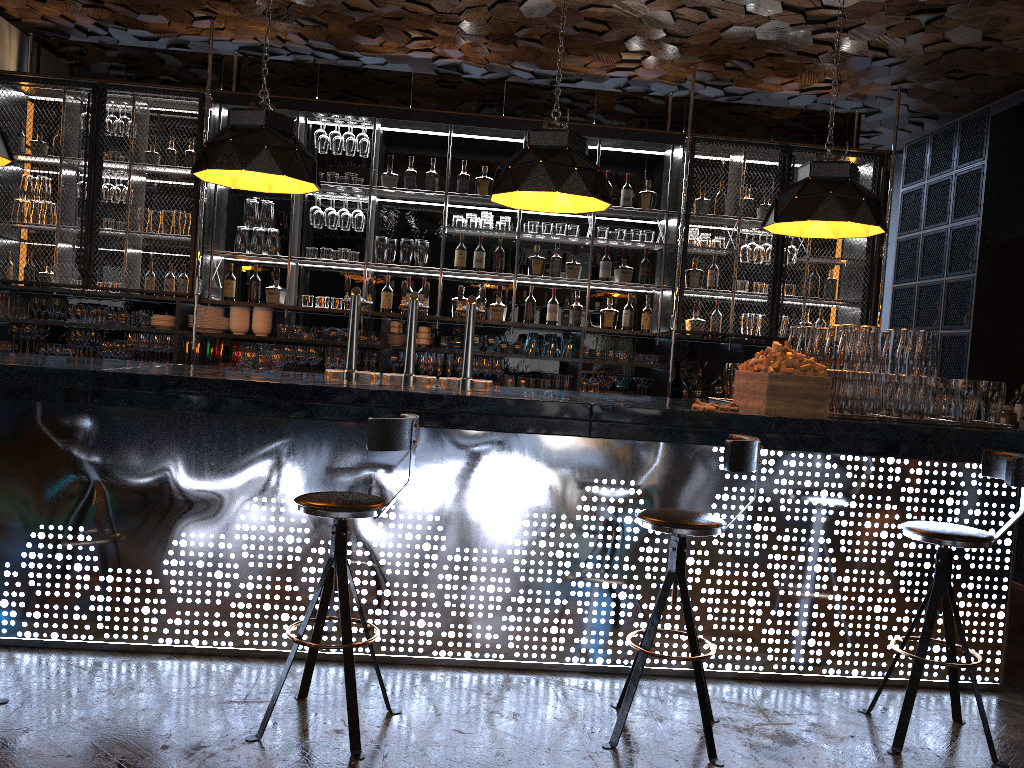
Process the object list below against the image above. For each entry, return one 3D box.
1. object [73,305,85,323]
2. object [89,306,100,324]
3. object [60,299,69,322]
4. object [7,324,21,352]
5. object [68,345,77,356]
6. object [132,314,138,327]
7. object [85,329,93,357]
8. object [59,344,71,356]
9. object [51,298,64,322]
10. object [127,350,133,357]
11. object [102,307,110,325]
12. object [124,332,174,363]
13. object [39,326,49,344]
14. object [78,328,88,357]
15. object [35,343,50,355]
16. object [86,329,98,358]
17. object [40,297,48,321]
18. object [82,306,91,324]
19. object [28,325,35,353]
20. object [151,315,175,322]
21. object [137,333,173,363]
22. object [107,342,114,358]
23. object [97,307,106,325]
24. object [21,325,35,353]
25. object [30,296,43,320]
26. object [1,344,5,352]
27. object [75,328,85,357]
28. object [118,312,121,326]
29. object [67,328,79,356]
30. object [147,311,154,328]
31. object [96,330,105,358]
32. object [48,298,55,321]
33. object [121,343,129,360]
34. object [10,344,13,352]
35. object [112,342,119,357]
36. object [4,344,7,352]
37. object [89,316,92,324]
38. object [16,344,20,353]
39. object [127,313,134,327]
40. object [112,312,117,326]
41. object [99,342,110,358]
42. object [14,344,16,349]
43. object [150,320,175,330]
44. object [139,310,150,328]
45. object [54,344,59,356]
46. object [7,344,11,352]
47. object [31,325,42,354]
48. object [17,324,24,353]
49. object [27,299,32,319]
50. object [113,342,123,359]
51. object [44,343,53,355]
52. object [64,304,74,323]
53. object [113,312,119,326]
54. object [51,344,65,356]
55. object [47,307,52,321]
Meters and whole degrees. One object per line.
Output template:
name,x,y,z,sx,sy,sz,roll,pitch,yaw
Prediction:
object,-3.150,-0.509,6.449,0.081,0.132,0.081,3,3,-32
object,-3.034,-0.499,6.446,0.074,0.131,0.074,4,2,9
object,-3.369,-0.550,6.641,0.087,0.170,0.087,2,3,-44
object,-3.607,-0.318,6.423,0.091,0.227,0.091,2,3,-42
object,-3.315,-0.243,6.651,0.093,0.101,0.093,4,2,11
object,-2.875,-0.482,6.721,0.078,0.099,0.078,3,3,-37
object,-3.209,-0.301,6.700,0.077,0.229,0.088,3,2,-30
object,-3.313,-0.239,6.550,0.093,0.101,0.093,5,2,17
object,-3.291,-0.536,6.410,0.087,0.170,0.087,2,3,-44
object,-2.908,-0.239,6.726,0.074,0.146,0.065,5,2,18
object,-3.044,-0.506,6.620,0.074,0.131,0.074,4,2,9
object,-2.670,-0.256,6.574,0.376,0.227,0.186,4,2,-6
object,-3.524,-0.321,6.648,0.091,0.227,0.091,2,3,-41
object,-3.204,-0.297,6.608,0.077,0.229,0.088,5,2,12
object,-3.408,-0.242,6.436,0.093,0.101,0.093,3,3,-36
object,-3.094,-0.286,6.530,0.088,0.229,0.077,4,2,-5
object,-3.450,-0.552,6.528,0.087,0.170,0.087,2,3,-44
object,-3.162,-0.514,6.569,0.081,0.132,0.081,3,3,-32
object,-3.630,-0.329,6.664,0.091,0.227,0.091,4,2,-1
object,-2.554,-0.475,6.547,0.211,0.060,0.209,6,3,40
object,-2.684,-0.264,6.770,0.376,0.227,0.186,4,2,-6
object,-3.000,-0.241,6.609,0.065,0.146,0.074,4,2,8
object,-3.037,-0.503,6.533,0.074,0.131,0.074,4,2,9
object,-3.514,-0.312,6.427,0.091,0.227,0.091,5,2,19
object,-3.442,-0.547,6.410,0.087,0.170,0.087,2,3,-44
object,-3.727,-0.253,6.481,0.034,0.080,0.034,2,3,-37
object,-3.194,-0.293,6.527,0.088,0.229,0.077,2,3,-44
object,-2.972,-0.490,6.714,0.078,0.103,0.078,6,3,39
object,-3.189,-0.289,6.435,0.088,0.229,0.077,4,2,9
object,-2.761,-0.490,6.730,0.074,0.131,0.074,4,2,9
object,-3.099,-0.291,6.653,0.088,0.229,0.077,4,2,-3
object,-3.358,-0.544,6.496,0.087,0.170,0.087,2,3,-44
object,-2.905,-0.235,6.623,0.065,0.146,0.074,5,2,19
object,-3.735,-0.258,6.610,0.034,0.080,0.034,4,2,-5
object,-3.007,-0.245,6.706,0.065,0.146,0.074,5,2,25
object,-3.731,-0.255,6.521,0.034,0.080,0.034,4,2,4
object,-3.168,-0.519,6.698,0.081,0.132,0.081,3,3,-32
object,-3.741,-0.262,6.701,0.034,0.080,0.034,4,2,6
object,-2.873,-0.478,6.637,0.078,0.099,0.078,3,3,-37
object,-2.957,-0.482,6.538,0.078,0.103,0.078,6,3,39
object,-2.991,-0.236,6.505,0.074,0.146,0.065,3,2,-28
object,-3.740,-0.260,6.654,0.034,0.080,0.034,4,2,5
object,-2.558,-0.435,6.549,0.211,0.060,0.209,2,3,-45
object,-2.720,-0.481,6.556,0.074,0.131,0.074,4,2,9
object,-3.421,-0.250,6.645,0.093,0.101,0.093,3,2,-18
object,-3.731,-0.257,6.570,0.034,0.080,0.034,3,2,-22
object,-3.519,-0.316,6.531,0.091,0.227,0.091,2,3,-41
object,-3.613,-0.323,6.531,0.091,0.227,0.091,6,3,35
object,-3.659,-0.566,6.704,0.051,0.152,0.058,2,3,-43
object,-2.896,-0.230,6.517,0.074,0.146,0.065,4,2,-10
object,-3.415,-0.246,6.541,0.093,0.101,0.093,2,3,-43
object,-3.237,-0.517,6.495,0.081,0.132,0.081,3,3,-32
object,-2.965,-0.486,6.629,0.078,0.103,0.078,6,3,39
object,-3.299,-0.234,6.444,0.093,0.101,0.093,2,3,-41
object,-3.459,-0.557,6.646,0.087,0.170,0.087,2,3,-44
